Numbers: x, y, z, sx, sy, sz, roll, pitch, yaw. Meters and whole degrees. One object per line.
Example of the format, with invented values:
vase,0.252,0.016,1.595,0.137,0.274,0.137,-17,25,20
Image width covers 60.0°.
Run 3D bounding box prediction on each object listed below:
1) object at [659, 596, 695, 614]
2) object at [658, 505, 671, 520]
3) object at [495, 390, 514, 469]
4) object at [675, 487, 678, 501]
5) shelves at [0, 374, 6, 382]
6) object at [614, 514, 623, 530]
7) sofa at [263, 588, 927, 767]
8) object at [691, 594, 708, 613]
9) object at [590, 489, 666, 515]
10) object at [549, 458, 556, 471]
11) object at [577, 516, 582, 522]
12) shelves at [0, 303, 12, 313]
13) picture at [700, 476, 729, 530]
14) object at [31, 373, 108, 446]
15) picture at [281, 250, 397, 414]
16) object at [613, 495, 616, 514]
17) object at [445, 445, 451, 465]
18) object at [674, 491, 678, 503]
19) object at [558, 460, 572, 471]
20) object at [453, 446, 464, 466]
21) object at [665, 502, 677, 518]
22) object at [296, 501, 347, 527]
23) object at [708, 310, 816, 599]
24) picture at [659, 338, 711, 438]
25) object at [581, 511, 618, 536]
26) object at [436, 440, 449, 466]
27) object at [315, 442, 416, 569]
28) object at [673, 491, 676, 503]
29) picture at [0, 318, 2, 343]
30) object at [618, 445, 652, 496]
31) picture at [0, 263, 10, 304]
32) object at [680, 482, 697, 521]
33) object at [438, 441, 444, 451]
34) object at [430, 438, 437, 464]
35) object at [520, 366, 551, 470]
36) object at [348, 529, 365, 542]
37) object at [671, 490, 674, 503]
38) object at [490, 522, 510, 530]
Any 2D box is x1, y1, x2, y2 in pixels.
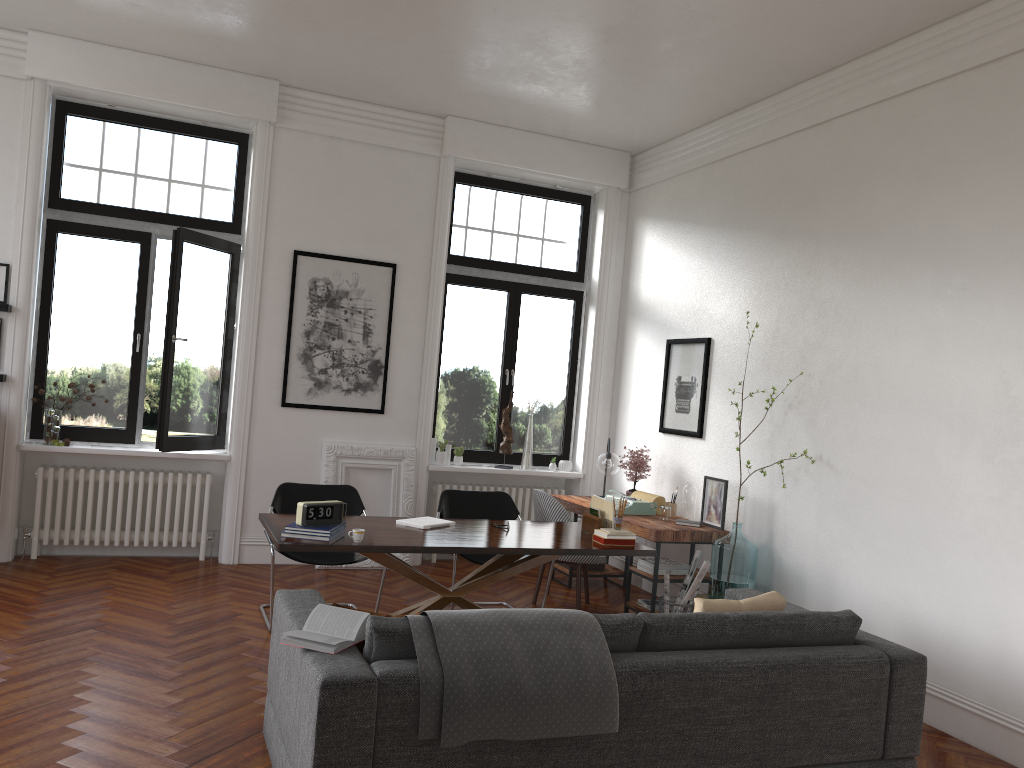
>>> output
object,1.140,1.655,6.169,0.260,0.305,0.261,5,0,33
object,1.182,0.996,6.858,0.093,0.101,0.093,5,0,-30
object,-0.047,0.423,8.346,0.165,0.754,0.143,5,1,21
object,1.295,0.937,7.052,0.028,0.239,0.023,5,1,-25
shelves,-4.500,-0.106,6.360,1.515,0.055,0.155,5,0,-22
object,0.661,0.860,5.522,0.058,0.091,0.058,5,0,-35
sofa,0.343,1.327,3.947,2.646,0.829,1.261,5,0,-22
object,1.509,1.680,6.213,0.341,0.316,0.434,5,0,-22
object,0.915,0.948,7.202,0.484,0.149,0.534,5,0,-23
object,0.395,0.769,8.528,0.072,0.134,0.072,5,0,4
object,0.624,1.225,7.777,0.173,0.110,0.173,5,0,15
shelves,-4.454,-0.627,6.352,1.515,0.055,0.158,5,0,-22
picture,1.512,0.887,6.634,0.023,0.369,0.282,5,0,-22
object,-3.484,0.190,7.038,0.317,0.599,0.542,5,0,39
picture,-1.479,-0.430,7.622,0.883,1.324,0.035,5,1,-22
object,0.643,0.792,5.538,0.049,0.193,0.008,5,1,38
object,-0.590,0.654,8.157,0.051,0.188,0.051,5,1,13
object,1.287,0.952,7.039,0.008,0.207,0.054,4,1,-39
object,0.522,0.799,8.670,0.132,0.097,0.134,5,0,38
object,-0.493,0.664,8.248,0.097,0.185,0.099,5,0,1
object,1.261,1.000,7.044,0.058,0.113,0.075,5,0,-22
object,-1.042,0.711,4.861,0.082,0.125,0.276,5,0,42
object,1.741,0.510,6.066,0.354,2.058,0.806,4,1,-41
picture,1.449,0.025,7.439,0.050,0.816,0.633,5,0,-22
object,0.574,0.896,5.773,0.150,0.166,0.228,5,0,-22
object,-0.639,0.621,8.069,0.102,0.244,0.098,4,1,-44
object,-1.252,1.063,7.681,0.830,1.062,0.233,5,1,-22
object,1.282,0.953,7.063,0.054,0.207,0.008,4,1,-34
picture,-4.015,-0.317,6.617,0.343,0.384,0.020,5,1,-22
object,1.053,0.776,7.611,0.289,0.529,0.308,5,0,23
picture,-3.931,-0.763,6.627,0.290,0.303,0.020,5,1,-22
object,1.363,0.911,6.833,0.111,0.302,0.111,5,1,15
object,-0.659,0.635,8.154,0.051,0.213,0.051,5,1,13
object,-0.726,0.617,8.148,0.051,0.238,0.051,5,1,13
object,0.233,0.297,8.423,0.296,1.054,0.289,5,1,-19
object,-0.837,0.816,4.775,0.082,0.065,0.064,5,0,-1
object,1.269,0.951,7.062,0.008,0.207,0.054,5,1,34
object,-0.055,0.902,5.702,0.132,0.047,0.114,5,0,32
